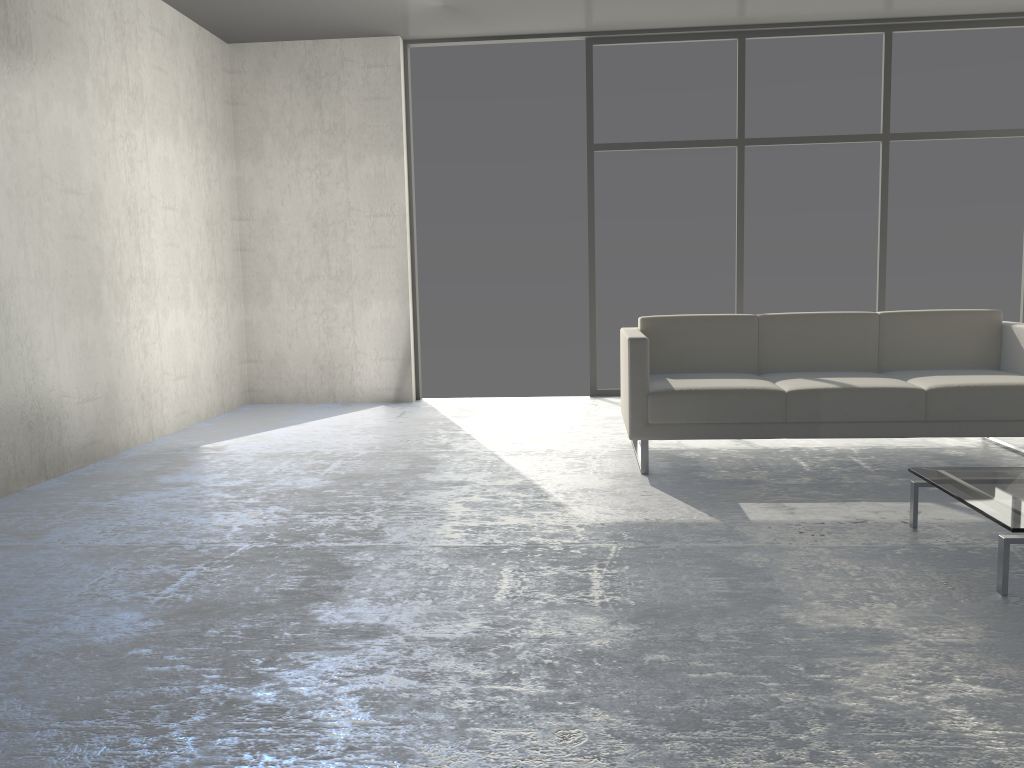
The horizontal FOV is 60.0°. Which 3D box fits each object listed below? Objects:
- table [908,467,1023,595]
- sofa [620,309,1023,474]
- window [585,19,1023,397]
[{"bbox_3d":[1.689,0.414,2.604,0.773,0.190,0.730,-1,7,5],"label":"table"},{"bbox_3d":[1.465,0.007,4.095,1.881,0.658,0.821,-1,7,5],"label":"sofa"},{"bbox_3d":[2.564,-1.166,6.055,4.080,2.477,0.037,-1,7,5],"label":"window"}]
